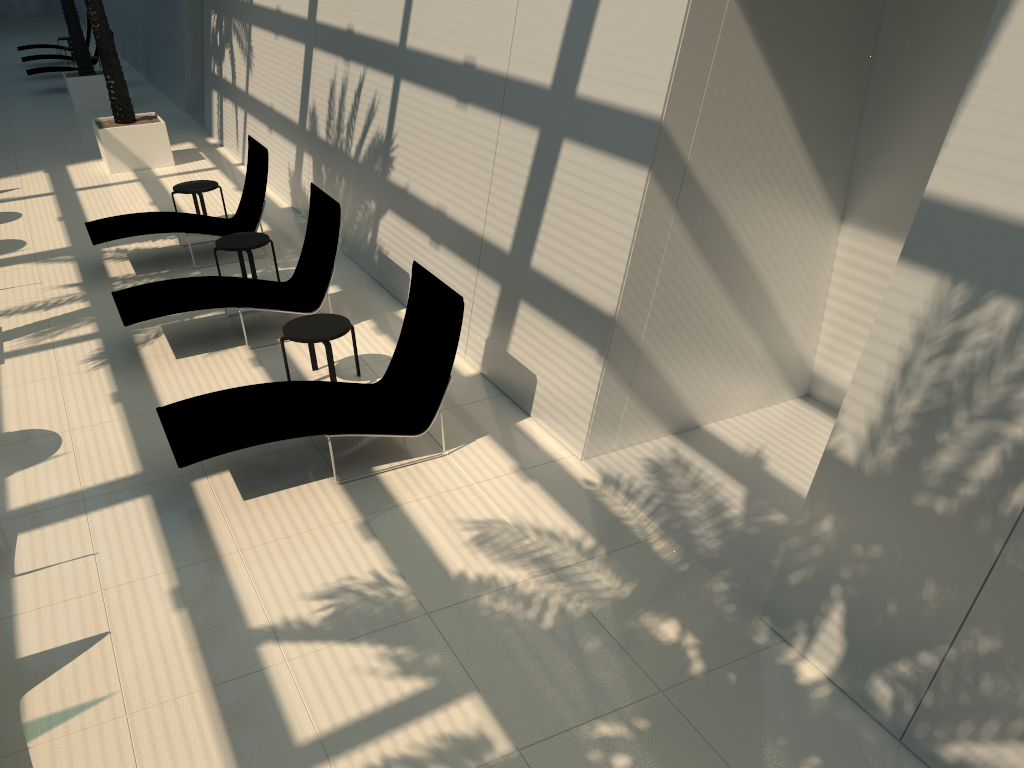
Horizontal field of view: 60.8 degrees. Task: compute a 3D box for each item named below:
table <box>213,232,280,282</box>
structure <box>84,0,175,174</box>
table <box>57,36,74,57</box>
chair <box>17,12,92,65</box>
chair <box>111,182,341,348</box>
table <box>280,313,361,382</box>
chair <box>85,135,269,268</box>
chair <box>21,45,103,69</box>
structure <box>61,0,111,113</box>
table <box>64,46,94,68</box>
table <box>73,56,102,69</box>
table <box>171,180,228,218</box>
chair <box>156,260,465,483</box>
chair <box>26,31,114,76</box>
[{"bbox_3d":[-2.803,-1.267,9.236,0.551,0.559,0.512,7,32,14],"label":"table"},{"bbox_3d":[-6.108,-6.757,12.295,4.288,7.435,4.266,2,32,6],"label":"structure"},{"bbox_3d":[-12.779,-9.744,25.253,0.551,0.559,0.512,7,32,14],"label":"table"},{"bbox_3d":[-12.599,-9.507,24.076,2.002,1.250,0.864,-15,34,-21],"label":"chair"},{"bbox_3d":[-2.623,-1.030,8.060,2.002,1.250,0.864,-15,34,-21],"label":"chair"},{"bbox_3d":[-1.596,-0.241,7.298,0.551,0.559,0.512,7,32,14],"label":"table"},{"bbox_3d":[-3.794,-2.025,9.940,2.002,1.250,0.864,-15,34,-21],"label":"chair"},{"bbox_3d":[-11.428,-8.512,22.196,2.002,1.250,0.864,-15,34,-21],"label":"chair"},{"bbox_3d":[-9.022,-9.006,16.627,4.139,7.369,4.427,24,40,35],"label":"structure"},{"bbox_3d":[-11.608,-8.749,23.373,0.551,0.559,0.512,7,32,14],"label":"table"},{"bbox_3d":[-10.437,-7.754,21.493,0.551,0.559,0.512,7,32,14],"label":"table"},{"bbox_3d":[-3.974,-2.262,11.117,0.553,0.559,0.510,5,32,10],"label":"table"},{"bbox_3d":[-1.415,-0.004,6.121,2.002,1.250,0.864,-15,34,-21],"label":"chair"},{"bbox_3d":[-10.257,-7.517,20.316,2.002,1.250,0.864,-15,34,-21],"label":"chair"}]
